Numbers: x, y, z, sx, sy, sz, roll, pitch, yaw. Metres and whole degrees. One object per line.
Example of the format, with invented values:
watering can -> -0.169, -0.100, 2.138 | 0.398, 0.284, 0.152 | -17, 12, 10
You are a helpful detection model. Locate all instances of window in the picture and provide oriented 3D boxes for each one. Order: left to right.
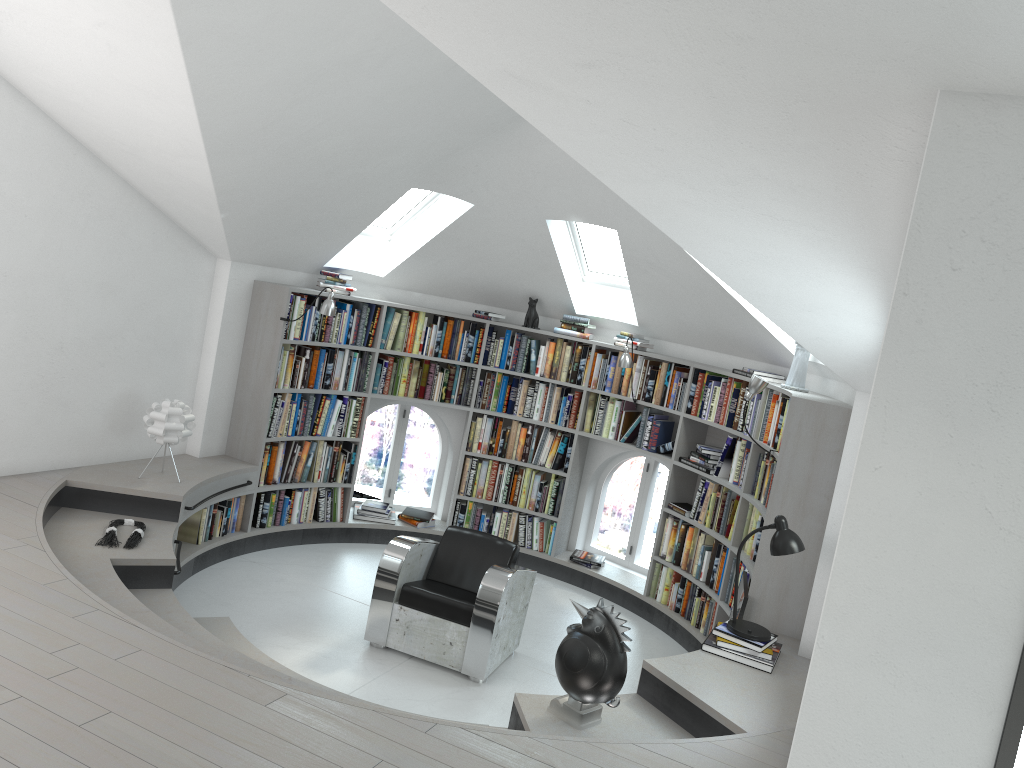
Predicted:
window -> 0.038, 0.860, 7.886 | 3.234, 1.148, 0.618 | 12, 5, 9
window -> 0.567, -1.156, 6.737 | 4.065, 0.712, 1.932 | 13, 6, 23

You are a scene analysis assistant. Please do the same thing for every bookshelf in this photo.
bookshelf -> 0.232, 0.576, 6.869 | 4.343, 1.876, 2.108 | 13, 6, 23

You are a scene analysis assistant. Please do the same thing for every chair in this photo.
chair -> -0.366, 1.359, 5.736 | 0.824, 0.718, 0.741 | 13, 5, 18

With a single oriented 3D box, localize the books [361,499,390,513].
books -> -1.198, 1.074, 7.790 | 0.213, 0.036, 0.227 | 11, 6, 0

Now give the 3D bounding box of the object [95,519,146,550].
object -> -2.257, 0.870, 5.159 | 0.217, 0.082, 0.475 | 9, 6, -14

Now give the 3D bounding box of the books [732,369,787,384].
books -> 1.824, -0.049, 6.453 | 0.316, 0.036, 0.337 | 9, 6, -14

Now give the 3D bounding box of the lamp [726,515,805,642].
lamp -> 1.337, 1.009, 4.680 | 0.324, 0.659, 0.233 | 15, 6, 39

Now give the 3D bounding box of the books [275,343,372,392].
books -> -1.580, -0.142, 7.110 | 0.304, 0.347, 1.086 | 15, 7, 39

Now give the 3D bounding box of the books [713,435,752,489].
books -> 1.718, 0.568, 6.366 | 0.255, 0.350, 0.555 | 9, 6, -20

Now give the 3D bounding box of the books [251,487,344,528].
books -> -1.763, 0.958, 7.217 | 0.284, 0.319, 0.917 | 15, 7, 41

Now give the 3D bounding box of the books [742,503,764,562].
books -> 1.664, 1.028, 5.637 | 0.276, 0.347, 1.022 | 12, 6, 8

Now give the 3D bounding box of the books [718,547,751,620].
books -> 1.587, 1.392, 5.736 | 0.304, 0.358, 1.186 | 11, 6, 4

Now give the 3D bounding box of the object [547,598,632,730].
object -> 0.356, 1.232, 3.955 | 0.320, 0.561, 0.321 | 11, 5, -4

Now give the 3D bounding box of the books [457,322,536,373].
books -> -0.152, -0.326, 7.766 | 0.682, 0.345, 0.265 | 11, 5, 0

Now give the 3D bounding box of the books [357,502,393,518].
books -> -1.204, 1.105, 7.793 | 0.269, 0.031, 0.286 | 11, 6, 0

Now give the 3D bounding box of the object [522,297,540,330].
object -> 0.192, -0.612, 7.691 | 0.147, 0.264, 0.202 | 13, 5, 20

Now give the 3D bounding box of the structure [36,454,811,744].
structure -> -0.471, 1.352, 5.667 | 4.701, 0.691, 4.729 | 9, 6, -21

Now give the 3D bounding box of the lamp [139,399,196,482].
lamp -> -2.277, 0.365, 5.845 | 0.306, 0.524, 0.306 | 12, 5, 12

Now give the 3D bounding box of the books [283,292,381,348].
books -> -1.509, -0.519, 7.059 | 0.301, 0.360, 1.031 | 15, 7, 39

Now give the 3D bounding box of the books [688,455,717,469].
books -> 1.550, 0.609, 6.815 | 0.269, 0.031, 0.287 | 7, 7, -31

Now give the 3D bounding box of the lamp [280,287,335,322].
lamp -> -1.488, -0.587, 6.556 | 0.414, 0.311, 0.116 | 13, 5, 20

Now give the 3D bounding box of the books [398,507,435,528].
books -> -0.836, 1.181, 7.818 | 0.319, 0.099, 0.291 | 14, 6, 25

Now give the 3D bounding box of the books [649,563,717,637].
books -> 1.437, 1.661, 6.423 | 0.359, 0.310, 1.503 | 10, 6, -15

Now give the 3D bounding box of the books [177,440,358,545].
books -> -1.900, 0.766, 6.925 | 0.392, 0.694, 1.639 | 14, 7, 33

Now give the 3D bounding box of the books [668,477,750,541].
books -> 1.547, 0.903, 6.564 | 0.251, 0.351, 0.978 | 9, 6, -24

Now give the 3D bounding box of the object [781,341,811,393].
object -> 1.898, -0.189, 5.805 | 0.179, 0.471, 0.179 | 14, 5, 32

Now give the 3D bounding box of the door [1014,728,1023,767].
door -> 1.786, 0.518, 2.884 | 0.080, 2.341, 1.051 | 13, 5, 23

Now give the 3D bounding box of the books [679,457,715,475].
books -> 1.543, 0.641, 6.818 | 0.365, 0.042, 0.389 | 8, 7, -26

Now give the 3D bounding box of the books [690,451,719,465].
books -> 1.555, 0.579, 6.813 | 0.269, 0.031, 0.287 | 9, 6, -17

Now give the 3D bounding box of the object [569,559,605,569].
object -> 0.647, 1.522, 7.606 | 0.227, 0.036, 0.213 | 16, 8, 40

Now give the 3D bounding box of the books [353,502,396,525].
books -> -1.210, 1.138, 7.795 | 0.365, 0.042, 0.389 | 10, 6, -10

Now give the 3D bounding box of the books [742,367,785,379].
books -> 1.829, -0.077, 6.451 | 0.233, 0.027, 0.248 | 10, 6, -4

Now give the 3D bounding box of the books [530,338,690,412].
books -> 0.855, -0.110, 7.455 | 1.570, 0.366, 0.393 | 14, 6, 29

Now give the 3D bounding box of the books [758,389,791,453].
books -> 1.806, 0.274, 5.597 | 0.293, 0.361, 1.016 | 11, 6, 6

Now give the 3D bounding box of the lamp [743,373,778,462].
lamp -> 1.593, 0.215, 5.604 | 0.275, 0.524, 0.112 | 12, 5, 14

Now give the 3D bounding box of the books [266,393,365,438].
books -> -1.636, 0.234, 7.092 | 0.261, 0.358, 1.018 | 15, 7, 40

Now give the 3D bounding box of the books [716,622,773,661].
books -> 1.237, 1.369, 4.728 | 0.286, 0.034, 0.305 | 12, 6, 13

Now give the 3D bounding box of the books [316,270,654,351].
books -> -0.212, -0.623, 7.480 | 2.812, 0.173, 0.750 | 10, 6, -6

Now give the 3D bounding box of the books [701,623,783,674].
books -> 1.230, 1.404, 4.731 | 0.366, 0.042, 0.388 | 13, 7, 23

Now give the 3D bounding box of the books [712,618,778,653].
books -> 1.243, 1.337, 4.726 | 0.270, 0.031, 0.285 | 15, 7, 33

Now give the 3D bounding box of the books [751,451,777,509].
books -> 1.731, 0.650, 5.615 | 0.279, 0.357, 1.054 | 12, 6, 9

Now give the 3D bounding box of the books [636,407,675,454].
books -> 1.247, 0.397, 7.158 | 0.400, 0.340, 0.224 | 16, 7, 43

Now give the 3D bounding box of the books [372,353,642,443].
books -> -0.043, 0.104, 7.621 | 2.530, 0.370, 0.592 | 11, 6, 4

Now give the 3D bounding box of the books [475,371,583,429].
books -> 0.184, 0.125, 7.775 | 1.029, 0.358, 0.301 | 12, 5, 9

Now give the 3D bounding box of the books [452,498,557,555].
books -> -0.040, 1.231, 7.817 | 1.020, 0.306, 0.288 | 12, 5, 8

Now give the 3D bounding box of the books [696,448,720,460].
books -> 1.561, 0.548, 6.810 | 0.213, 0.036, 0.227 | 9, 6, -17

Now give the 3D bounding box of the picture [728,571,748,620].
picture -> 1.317, 1.632, 5.460 | 0.090, 0.861, 0.579 | 12, 5, 13

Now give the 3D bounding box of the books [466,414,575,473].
books -> 0.105, 0.498, 7.762 | 0.998, 0.351, 0.298 | 12, 5, 7

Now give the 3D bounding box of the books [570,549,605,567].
books -> 0.653, 1.492, 7.604 | 0.269, 0.029, 0.253 | 12, 6, 14

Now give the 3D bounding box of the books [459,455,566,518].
books -> 0.046, 0.879, 7.791 | 1.032, 0.357, 0.293 | 12, 5, 8

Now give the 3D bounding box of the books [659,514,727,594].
books -> 1.452, 1.264, 6.674 | 0.271, 0.350, 0.876 | 9, 6, -25

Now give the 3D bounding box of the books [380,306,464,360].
books -> -0.803, -0.445, 7.604 | 0.791, 0.372, 0.270 | 8, 5, -23

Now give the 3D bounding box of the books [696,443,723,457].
books -> 1.567, 0.517, 6.808 | 0.269, 0.031, 0.286 | 11, 6, 3

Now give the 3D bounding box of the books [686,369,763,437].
books -> 1.678, 0.142, 6.572 | 0.305, 0.366, 0.973 | 9, 6, -23

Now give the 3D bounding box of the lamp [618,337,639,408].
lamp -> 0.948, -0.092, 7.121 | 0.113, 0.565, 0.357 | 13, 5, 30
